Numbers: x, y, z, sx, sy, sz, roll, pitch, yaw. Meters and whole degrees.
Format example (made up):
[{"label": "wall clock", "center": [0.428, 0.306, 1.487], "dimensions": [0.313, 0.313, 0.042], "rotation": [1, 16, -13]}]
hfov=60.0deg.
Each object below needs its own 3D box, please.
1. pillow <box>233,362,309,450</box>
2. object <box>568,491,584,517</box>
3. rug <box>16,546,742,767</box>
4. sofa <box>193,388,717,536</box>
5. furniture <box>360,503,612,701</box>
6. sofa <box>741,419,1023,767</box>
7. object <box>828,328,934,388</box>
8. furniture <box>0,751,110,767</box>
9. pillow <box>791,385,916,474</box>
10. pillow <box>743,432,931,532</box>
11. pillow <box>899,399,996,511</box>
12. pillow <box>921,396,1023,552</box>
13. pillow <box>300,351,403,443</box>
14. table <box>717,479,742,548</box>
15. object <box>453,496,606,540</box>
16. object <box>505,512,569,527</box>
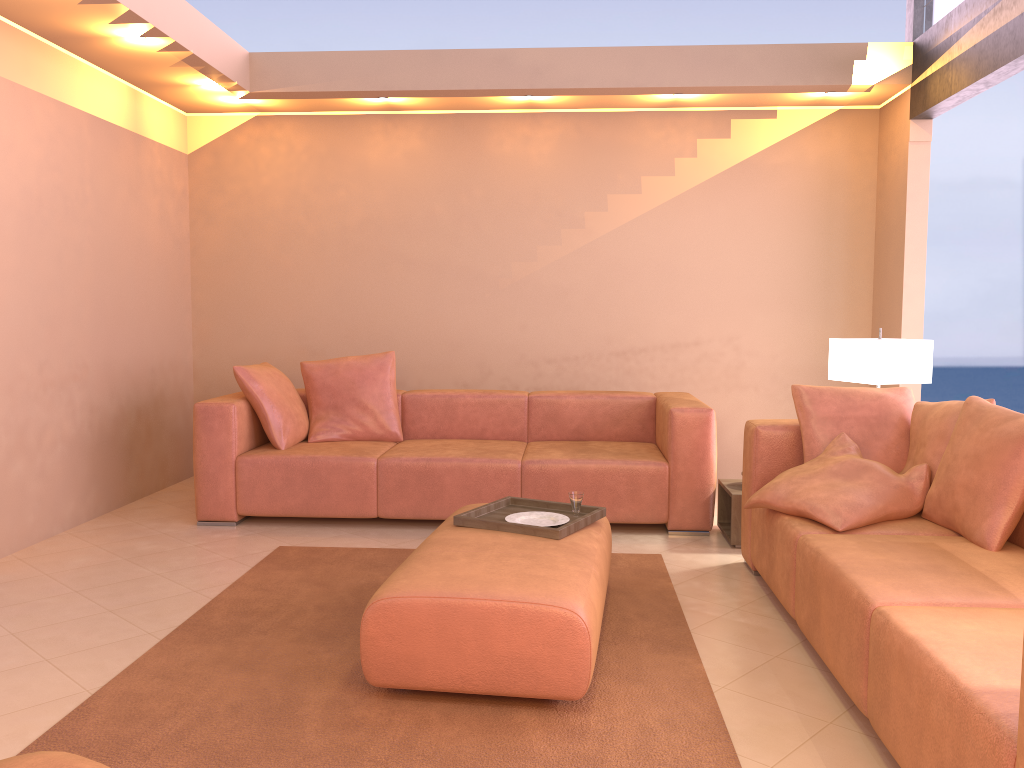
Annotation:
[{"label": "pillow", "center": [-1.344, 0.124, 5.066], "dimensions": [0.335, 0.486, 0.554], "rotation": [0, 4, 0]}, {"label": "object", "center": [0.247, 0.465, 3.414], "dimensions": [0.061, 0.091, 0.061], "rotation": [-1, 5, -12]}, {"label": "rug", "center": [-0.298, 0.898, 2.933], "dimensions": [1.833, 0.005, 2.626], "rotation": [1, 4, 4]}, {"label": "sofa", "center": [-0.299, 0.396, 5.064], "dimensions": [2.781, 0.672, 0.943], "rotation": [1, 4, 4]}, {"label": "furniture", "center": [-0.013, 0.684, 3.130], "dimensions": [0.685, 0.301, 1.291], "rotation": [1, 5, 9]}, {"label": "sofa", "center": [1.418, 0.590, 2.668], "dimensions": [0.943, 0.672, 2.781], "rotation": [1, 4, 4]}, {"label": "object", "center": [1.828, 0.120, 4.432], "dimensions": [0.344, 0.799, 0.344], "rotation": [-1, 5, -18]}, {"label": "furniture", "center": [-0.990, 0.917, 1.631], "dimensions": [0.659, 0.226, 0.699], "rotation": [3, 5, 34]}, {"label": "pillow", "center": [1.456, 0.241, 3.686], "dimensions": [0.519, 0.455, 0.314], "rotation": [0, 4, 0]}, {"label": "pillow", "center": [1.233, 0.358, 3.366], "dimensions": [0.514, 0.292, 0.517], "rotation": [-2, 5, -27]}, {"label": "pillow", "center": [1.624, 0.259, 3.377], "dimensions": [0.255, 0.446, 0.492], "rotation": [-1, 5, -13]}, {"label": "pillow", "center": [1.594, 0.292, 2.988], "dimensions": [0.211, 0.468, 0.470], "rotation": [0, 4, -1]}, {"label": "pillow", "center": [-0.947, 0.072, 5.225], "dimensions": [0.582, 0.528, 0.302], "rotation": [-1, 5, -13]}, {"label": "table", "center": [1.532, 0.653, 4.456], "dimensions": [0.918, 0.268, 0.412], "rotation": [1, 4, 4]}, {"label": "object", "center": [0.074, 0.501, 3.361], "dimensions": [0.436, 0.034, 0.421], "rotation": [3, 5, 29]}, {"label": "object", "center": [0.094, 0.509, 3.297], "dimensions": [0.240, 0.018, 0.240], "rotation": [-3, 5, -32]}]
